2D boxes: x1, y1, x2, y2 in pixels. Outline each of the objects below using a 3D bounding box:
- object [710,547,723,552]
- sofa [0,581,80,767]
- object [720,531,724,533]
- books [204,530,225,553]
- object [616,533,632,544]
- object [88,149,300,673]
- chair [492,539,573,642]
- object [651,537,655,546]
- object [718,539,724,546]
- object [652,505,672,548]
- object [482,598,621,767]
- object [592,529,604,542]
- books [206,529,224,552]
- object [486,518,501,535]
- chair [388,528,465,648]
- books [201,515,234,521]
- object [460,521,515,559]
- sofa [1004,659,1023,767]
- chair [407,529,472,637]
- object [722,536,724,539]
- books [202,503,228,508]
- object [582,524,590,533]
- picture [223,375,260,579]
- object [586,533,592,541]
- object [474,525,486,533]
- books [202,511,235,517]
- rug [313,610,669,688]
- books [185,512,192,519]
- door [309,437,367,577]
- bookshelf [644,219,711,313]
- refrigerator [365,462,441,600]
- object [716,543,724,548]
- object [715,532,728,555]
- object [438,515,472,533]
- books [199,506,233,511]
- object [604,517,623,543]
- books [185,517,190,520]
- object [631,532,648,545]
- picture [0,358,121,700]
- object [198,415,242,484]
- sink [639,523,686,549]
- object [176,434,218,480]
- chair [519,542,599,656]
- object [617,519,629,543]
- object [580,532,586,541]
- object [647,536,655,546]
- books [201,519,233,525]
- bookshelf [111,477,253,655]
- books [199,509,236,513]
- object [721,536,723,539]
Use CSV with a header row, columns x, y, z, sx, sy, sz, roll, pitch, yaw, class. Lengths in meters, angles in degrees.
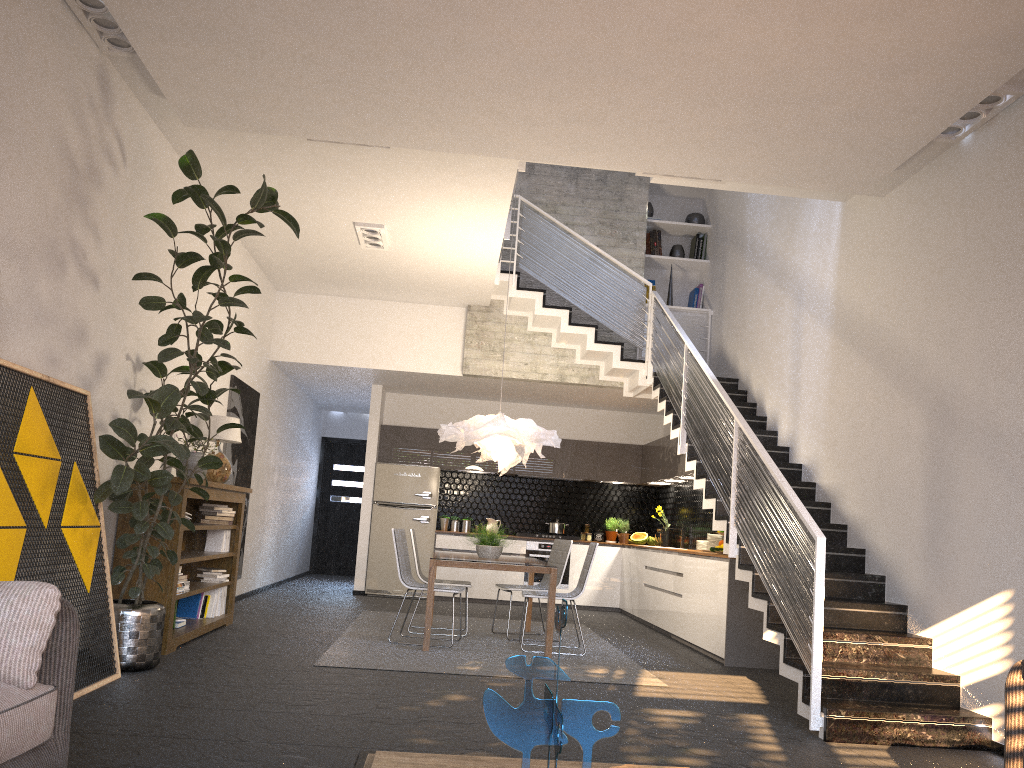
x,y,z,sx,sy,sz,roll,pitch,yaw,class
1.929,1.531,8.159,0.240,0.048,0.062,8,-9,-23,object
-1.722,0.668,1.580,0.993,0.913,2.337,5,-9,-4,sofa
1.943,1.352,8.134,0.060,0.054,0.059,0,-9,30,object
-2.482,1.312,7.398,0.135,0.181,0.078,5,-7,-4,books
1.522,2.100,12.029,0.209,0.139,0.125,-1,-9,30,object
-2.042,0.135,5.475,0.910,3.180,2.019,7,-8,-26,object
0.190,1.873,8.141,0.602,0.914,0.477,6,-7,-18,chair
1.930,2.165,12.190,0.132,0.118,0.205,2,-9,16,object
1.955,1.481,8.191,0.087,0.092,0.086,4,-8,1,object
1.980,1.860,11.572,0.257,0.539,0.430,2,-8,20,object
0.759,-0.443,6.585,0.365,4.445,8.972,3,-9,8,object
1.186,2.084,12.180,0.141,0.173,0.142,5,-7,-4,object
-2.503,1.317,7.453,0.136,0.187,0.018,5,-6,-4,books
-0.259,1.942,12.064,0.190,0.214,0.172,3,-7,10,object
-0.710,1.680,7.347,0.601,0.914,0.478,3,-7,6,chair
-0.759,-1.722,9.856,0.360,6.667,5.426,0,-9,37,books
-0.210,1.363,7.796,0.532,0.365,0.672,5,-9,-8,object
2.170,0.990,1.844,0.993,0.913,2.337,5,-9,-4,sofa
-0.672,1.802,8.082,0.602,0.914,0.478,5,-7,-4,chair
2.168,1.599,8.795,0.172,0.183,0.173,-4,-11,45,object
-2.527,1.035,7.536,0.205,0.022,0.156,7,-10,-19,books
1.017,1.989,12.174,0.083,0.112,0.083,7,-8,-24,object
-2.824,1.006,9.069,0.033,2.015,1.240,5,-7,-4,picture
1.061,2.105,12.174,0.083,0.112,0.083,3,-7,6,object
-0.440,1.983,12.080,0.160,0.110,0.078,4,-7,1,object
-2.507,1.108,7.553,0.225,0.029,0.180,-3,-12,38,books
-0.261,2.227,7.698,2.371,0.006,3.711,5,-9,-4,rug
-2.464,0.897,6.220,0.322,0.108,0.275,-1,-10,31,books
-2.741,2.075,14.883,1.108,2.301,0.161,5,-6,-4,door
1.905,-1.408,10.983,0.973,1.100,0.445,5,-7,-4,bookshelf
-1.426,1.935,11.679,0.829,1.701,0.774,5,-7,-4,refrigerator
1.944,1.486,8.159,0.154,0.076,0.079,-1,-9,31,object
2.026,1.366,8.179,0.352,0.423,0.354,5,-8,-10,object
-0.768,1.896,12.026,0.482,0.219,0.173,5,-7,-7,object
-2.521,1.058,7.535,0.243,0.023,0.176,-4,-12,41,books
1.387,2.003,12.161,0.245,0.352,0.236,4,-7,0,object
-2.442,0.962,6.375,0.166,0.023,0.229,4,-9,0,books
1.719,2.084,11.959,0.236,0.173,0.219,0,-9,25,object
-2.277,0.732,4.310,0.386,1.595,1.507,5,-8,-4,picture
-2.510,0.572,7.535,0.391,0.578,0.390,9,-9,-34,object
1.856,1.907,10.772,0.490,0.446,0.728,5,-8,-4,sink
-2.493,0.557,6.910,0.386,0.410,0.276,8,-8,-26,object
0.388,1.768,7.408,0.601,0.914,0.478,4,-7,-1,chair
1.530,2.000,12.153,0.169,0.377,0.185,0,-8,33,object
0.974,2.099,12.172,0.083,0.112,0.083,5,-7,-4,object
1.927,2.132,12.016,0.148,0.126,0.225,-2,-10,36,object
-2.494,1.167,7.484,0.230,0.034,0.288,6,-9,-11,books
-2.479,1.334,6.774,0.451,1.164,1.932,5,-8,-4,bookshelf
-2.512,1.084,7.552,0.243,0.019,0.176,1,-10,21,books
2.013,1.490,8.292,0.125,0.119,0.061,0,-8,28,object
